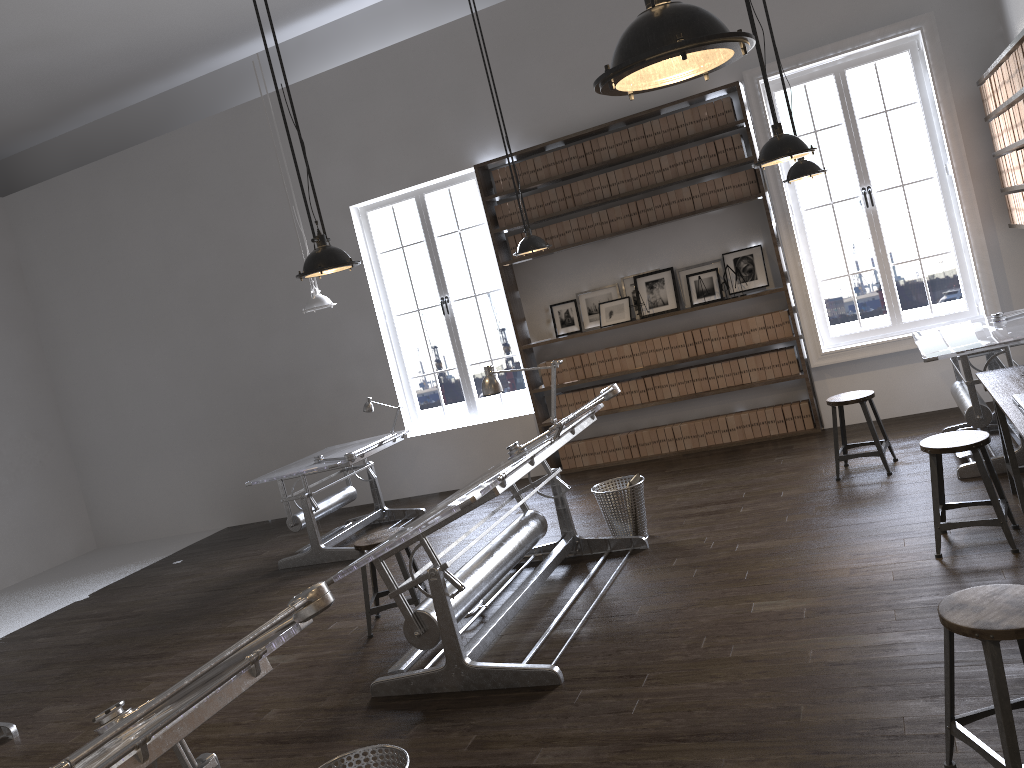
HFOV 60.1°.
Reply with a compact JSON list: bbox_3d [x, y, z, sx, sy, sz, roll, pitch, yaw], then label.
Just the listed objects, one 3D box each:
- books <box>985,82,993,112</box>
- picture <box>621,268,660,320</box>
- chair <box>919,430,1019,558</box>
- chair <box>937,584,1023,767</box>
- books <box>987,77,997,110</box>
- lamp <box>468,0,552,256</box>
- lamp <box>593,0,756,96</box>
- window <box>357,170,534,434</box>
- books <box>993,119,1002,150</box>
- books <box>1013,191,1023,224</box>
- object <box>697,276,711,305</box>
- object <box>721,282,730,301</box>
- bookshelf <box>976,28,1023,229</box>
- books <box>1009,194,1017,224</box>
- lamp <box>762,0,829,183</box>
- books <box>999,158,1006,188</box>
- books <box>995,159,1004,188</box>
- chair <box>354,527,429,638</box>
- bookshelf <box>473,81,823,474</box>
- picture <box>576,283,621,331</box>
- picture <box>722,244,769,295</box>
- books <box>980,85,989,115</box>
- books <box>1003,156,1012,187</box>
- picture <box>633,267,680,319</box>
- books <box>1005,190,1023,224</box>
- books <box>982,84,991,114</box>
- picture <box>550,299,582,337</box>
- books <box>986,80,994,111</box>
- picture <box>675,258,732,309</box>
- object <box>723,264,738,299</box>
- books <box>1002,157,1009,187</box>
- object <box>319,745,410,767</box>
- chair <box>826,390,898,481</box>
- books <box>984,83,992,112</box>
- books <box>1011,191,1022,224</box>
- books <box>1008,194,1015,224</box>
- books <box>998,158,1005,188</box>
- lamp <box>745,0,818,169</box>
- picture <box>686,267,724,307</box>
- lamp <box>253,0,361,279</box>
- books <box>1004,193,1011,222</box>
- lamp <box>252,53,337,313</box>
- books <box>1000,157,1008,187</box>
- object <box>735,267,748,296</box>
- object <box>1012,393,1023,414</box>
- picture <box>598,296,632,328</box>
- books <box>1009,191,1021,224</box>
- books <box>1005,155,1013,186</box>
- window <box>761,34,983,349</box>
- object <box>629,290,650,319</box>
[{"bbox_3d":[3.507,-2.081,6.333,0.174,0.225,0.067,-13,3,23],"label":"books"},{"bbox_3d":[1.202,-0.809,8.052,0.368,0.405,0.092,-13,3,22],"label":"picture"},{"bbox_3d":[2.192,0.519,4.274,0.356,0.527,0.374,-12,4,31],"label":"chair"},{"bbox_3d":[1.419,0.873,2.476,0.358,0.527,0.372,-14,3,-4],"label":"chair"},{"bbox_3d":[3.454,-2.056,6.202,0.174,0.225,0.067,-13,3,23],"label":"books"},{"bbox_3d":[-0.108,-2.117,6.816,0.312,2.248,0.311,-14,2,2],"label":"lamp"},{"bbox_3d":[0.040,-1.690,1.656,0.313,2.248,0.311,-16,3,-43],"label":"lamp"},{"bbox_3d":[-0.634,-0.758,8.795,1.476,2.492,0.154,-13,2,22],"label":"window"},{"bbox_3d":[3.570,-1.812,6.348,0.174,0.225,0.067,-13,3,23],"label":"books"},{"bbox_3d":[3.656,-1.256,6.241,0.174,0.225,0.067,-13,3,22],"label":"books"},{"bbox_3d":[1.654,-0.812,7.684,0.123,0.260,0.040,-13,2,22],"label":"object"},{"bbox_3d":[1.829,-0.797,7.588,0.066,0.165,0.040,-13,2,23],"label":"object"},{"bbox_3d":[2.383,-0.005,2.410,0.372,3.199,9.241,-13,5,23],"label":"bookshelf"},{"bbox_3d":[3.705,-1.280,6.376,0.174,0.225,0.067,-13,3,23],"label":"books"},{"bbox_3d":[1.741,-2.505,6.033,0.312,2.248,0.311,-14,2,2],"label":"lamp"},{"bbox_3d":[3.696,-1.575,6.497,0.174,0.225,0.067,-13,3,23],"label":"books"},{"bbox_3d":[3.741,-1.597,6.627,0.174,0.225,0.067,-13,3,22],"label":"books"},{"bbox_3d":[-0.713,1.153,5.228,0.371,0.527,0.359,-14,3,1],"label":"chair"},{"bbox_3d":[1.276,-0.501,8.028,2.463,3.716,0.415,-13,2,22],"label":"bookshelf"},{"bbox_3d":[0.818,-0.707,8.212,0.414,0.364,0.083,-12,3,22],"label":"picture"},{"bbox_3d":[2.021,-0.989,7.671,0.341,0.364,0.162,-12,3,22],"label":"picture"},{"bbox_3d":[3.579,-2.117,6.531,0.174,0.225,0.067,-13,3,22],"label":"books"},{"bbox_3d":[3.614,-1.537,6.298,0.174,0.225,0.067,-13,3,23],"label":"books"},{"bbox_3d":[1.298,-0.816,7.956,0.372,0.390,0.149,-12,3,22],"label":"picture"},{"bbox_3d":[3.779,-1.316,6.563,0.174,0.225,0.067,-13,3,22],"label":"books"},{"bbox_3d":[3.556,-2.105,6.463,0.174,0.225,0.067,-13,3,22],"label":"books"},{"bbox_3d":[0.511,-0.619,8.364,0.265,0.314,0.058,-13,3,22],"label":"picture"},{"bbox_3d":[3.478,-2.068,6.270,0.174,0.225,0.067,-13,3,22],"label":"books"},{"bbox_3d":[1.693,-0.887,7.846,0.432,0.360,0.096,-12,3,22],"label":"picture"},{"bbox_3d":[1.879,-0.882,7.595,0.118,0.303,0.040,-13,2,22],"label":"object"},{"bbox_3d":[3.646,-1.550,6.366,0.174,0.225,0.067,-13,3,22],"label":"books"},{"bbox_3d":[-0.441,1.381,2.716,0.351,0.377,0.356,-11,5,44],"label":"object"},{"bbox_3d":[2.330,0.335,5.949,0.356,0.527,0.374,-12,4,31],"label":"chair"},{"bbox_3d":[3.534,-2.094,6.397,0.174,0.225,0.067,-13,3,23],"label":"books"},{"bbox_3d":[3.679,-1.268,6.309,0.174,0.225,0.067,-13,3,22],"label":"books"},{"bbox_3d":[3.758,-1.304,6.492,0.174,0.225,0.067,-13,3,23],"label":"books"},{"bbox_3d":[3.722,-1.587,6.563,0.174,0.225,0.067,-13,3,23],"label":"books"},{"bbox_3d":[1.044,-2.170,4.231,0.312,2.248,0.311,-14,2,2],"label":"lamp"},{"bbox_3d":[1.697,-0.849,7.804,0.288,0.290,0.128,-12,3,22],"label":"picture"},{"bbox_3d":[-1.140,-1.623,4.167,0.311,2.248,0.313,-12,3,43],"label":"lamp"},{"bbox_3d":[3.811,-1.329,6.630,0.174,0.225,0.067,-13,3,23],"label":"books"},{"bbox_3d":[-1.927,-1.735,7.576,0.312,2.248,0.311,-14,2,2],"label":"lamp"},{"bbox_3d":[3.667,-1.562,6.433,0.174,0.225,0.067,-13,3,22],"label":"books"},{"bbox_3d":[1.956,-0.879,7.595,0.110,0.261,0.040,-13,2,22],"label":"object"},{"bbox_3d":[2.380,0.075,3.848,0.311,0.033,0.449,-12,5,23],"label":"object"},{"bbox_3d":[0.941,-0.654,8.088,0.298,0.228,0.145,-12,3,22],"label":"picture"},{"bbox_3d":[3.732,-1.292,6.432,0.174,0.225,0.067,-13,3,22],"label":"books"},{"bbox_3d":[3.592,-1.525,6.228,0.174,0.225,0.067,-13,3,22],"label":"books"},{"bbox_3d":[2.893,-1.495,7.181,1.239,2.305,0.154,-13,2,22],"label":"window"},{"bbox_3d":[1.128,-0.701,7.891,0.174,0.260,0.040,-13,2,22],"label":"object"}]
